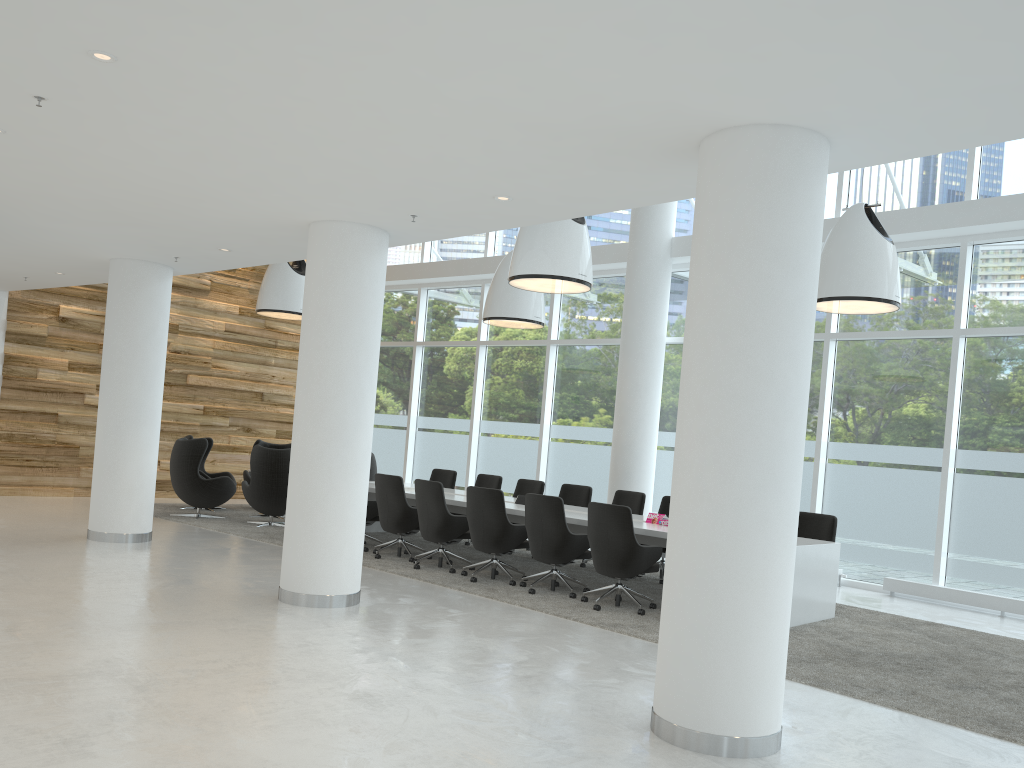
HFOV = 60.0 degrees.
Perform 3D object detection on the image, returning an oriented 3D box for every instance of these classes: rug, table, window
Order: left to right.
[{"bbox_3d":[-14.292,-2.774,0.701,62.938,6.138,30.848,5,-4,-8],"label":"window"},{"bbox_3d":[-3.662,1.691,13.593,0.801,0.696,0.798,6,-2,-23],"label":"table"},{"bbox_3d":[-0.140,2.126,10.371,13.415,0.010,3.954,1,-5,43],"label":"rug"},{"bbox_3d":[0.244,1.779,10.255,6.540,0.739,1.506,1,-5,42],"label":"table"}]

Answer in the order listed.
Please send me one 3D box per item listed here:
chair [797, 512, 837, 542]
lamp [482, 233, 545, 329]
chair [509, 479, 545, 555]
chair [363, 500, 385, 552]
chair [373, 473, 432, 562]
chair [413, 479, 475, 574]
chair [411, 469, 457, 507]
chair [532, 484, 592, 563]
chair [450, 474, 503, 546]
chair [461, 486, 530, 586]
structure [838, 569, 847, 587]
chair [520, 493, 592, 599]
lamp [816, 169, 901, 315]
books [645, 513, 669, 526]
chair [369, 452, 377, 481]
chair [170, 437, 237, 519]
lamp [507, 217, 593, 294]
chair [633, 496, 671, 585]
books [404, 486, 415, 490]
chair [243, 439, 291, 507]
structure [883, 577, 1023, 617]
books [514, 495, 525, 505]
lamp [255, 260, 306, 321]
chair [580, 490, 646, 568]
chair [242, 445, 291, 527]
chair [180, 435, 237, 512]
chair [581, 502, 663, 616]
[{"bbox_3d":[2.974,1.813,9.140,0.676,0.966,0.684,6,-2,-43],"label":"chair"},{"bbox_3d":[0.170,-2.643,12.333,0.884,3.646,0.884,5,0,-4],"label":"lamp"},{"bbox_3d":[0.059,1.744,11.743,0.684,0.966,0.676,4,-2,42],"label":"chair"},{"bbox_3d":[-1.885,1.520,10.793,0.684,0.966,0.676,4,-2,42],"label":"chair"},{"bbox_3d":[-1.275,1.534,10.249,0.684,0.966,0.676,4,-2,42],"label":"chair"},{"bbox_3d":[-0.756,1.540,9.690,0.676,0.966,0.684,6,-2,-43],"label":"chair"},{"bbox_3d":[-1.177,1.718,12.890,0.684,0.966,0.676,4,-1,37],"label":"chair"},{"bbox_3d":[0.657,1.765,11.308,0.684,0.966,0.676,4,-1,37],"label":"chair"},{"bbox_3d":[-0.510,1.736,12.324,0.684,0.966,0.676,4,-2,42],"label":"chair"},{"bbox_3d":[-0.165,1.555,9.176,0.684,0.966,0.676,4,-1,37],"label":"chair"},{"bbox_3d":[3.184,2.401,11.926,2.683,0.214,0.151,1,-3,44],"label":"structure"},{"bbox_3d":[0.434,1.576,8.741,0.684,0.966,0.676,4,-2,42],"label":"chair"},{"bbox_3d":[3.593,-2.585,8.937,0.884,3.646,0.884,5,0,-2],"label":"lamp"},{"bbox_3d":[1.551,1.483,9.089,0.231,0.275,0.596,5,-3,-27],"label":"books"},{"bbox_3d":[-2.506,1.546,13.350,0.917,1.152,0.915,5,-1,3],"label":"chair"},{"bbox_3d":[-4.431,1.346,12.740,0.912,1.152,0.920,4,-2,33],"label":"chair"},{"bbox_3d":[0.540,-2.824,9.150,0.884,3.646,0.884,5,0,-2],"label":"lamp"},{"bbox_3d":[1.767,1.786,10.235,0.684,0.966,0.676,4,-2,42],"label":"chair"},{"bbox_3d":[-1.411,1.335,11.417,0.225,0.026,0.263,8,-5,-38],"label":"books"},{"bbox_3d":[-3.997,1.514,14.723,0.916,1.152,0.916,5,-2,-27],"label":"chair"},{"bbox_3d":[5.396,2.433,9.654,0.151,0.213,2.683,6,-3,-43],"label":"structure"},{"bbox_3d":[0.161,1.431,10.413,0.356,0.229,0.139,2,-2,42],"label":"books"},{"bbox_3d":[-3.318,-2.851,13.548,0.885,3.646,0.883,5,0,-9],"label":"lamp"},{"bbox_3d":[1.249,1.780,10.794,0.676,0.966,0.684,6,-2,-43],"label":"chair"},{"bbox_3d":[-3.321,1.422,12.494,0.916,1.152,0.916,5,-2,-27],"label":"chair"},{"bbox_3d":[-4.779,1.392,13.859,0.917,1.152,0.915,5,-1,3],"label":"chair"},{"bbox_3d":[1.003,1.584,8.160,0.684,0.966,0.676,4,-2,42],"label":"chair"}]
